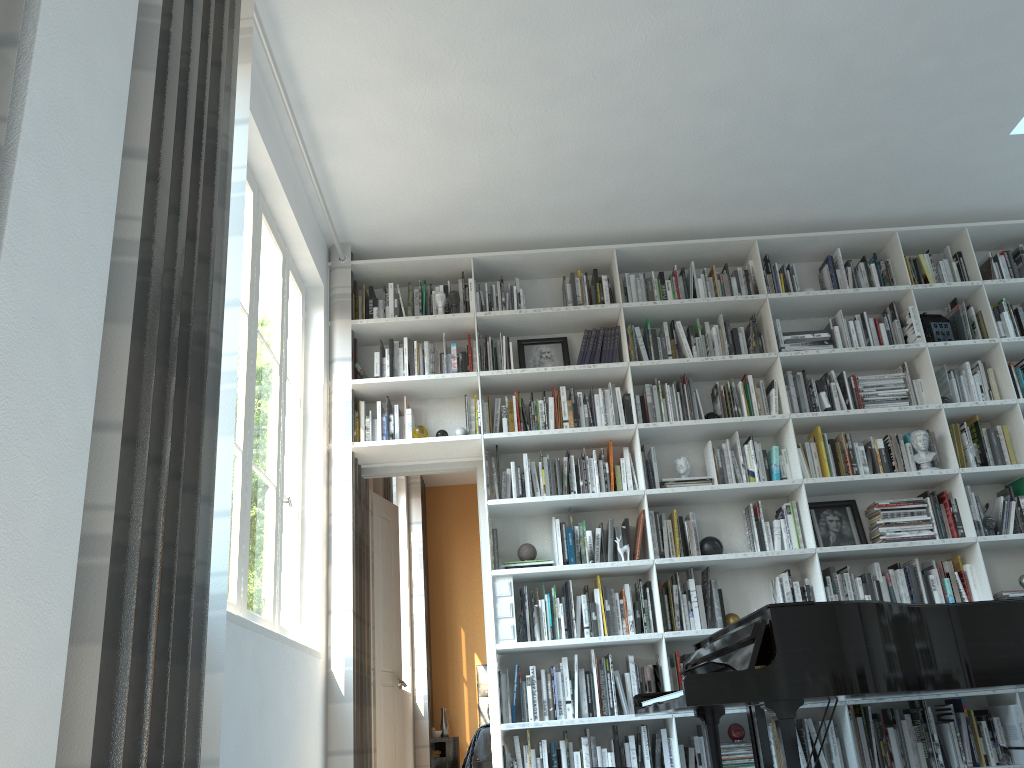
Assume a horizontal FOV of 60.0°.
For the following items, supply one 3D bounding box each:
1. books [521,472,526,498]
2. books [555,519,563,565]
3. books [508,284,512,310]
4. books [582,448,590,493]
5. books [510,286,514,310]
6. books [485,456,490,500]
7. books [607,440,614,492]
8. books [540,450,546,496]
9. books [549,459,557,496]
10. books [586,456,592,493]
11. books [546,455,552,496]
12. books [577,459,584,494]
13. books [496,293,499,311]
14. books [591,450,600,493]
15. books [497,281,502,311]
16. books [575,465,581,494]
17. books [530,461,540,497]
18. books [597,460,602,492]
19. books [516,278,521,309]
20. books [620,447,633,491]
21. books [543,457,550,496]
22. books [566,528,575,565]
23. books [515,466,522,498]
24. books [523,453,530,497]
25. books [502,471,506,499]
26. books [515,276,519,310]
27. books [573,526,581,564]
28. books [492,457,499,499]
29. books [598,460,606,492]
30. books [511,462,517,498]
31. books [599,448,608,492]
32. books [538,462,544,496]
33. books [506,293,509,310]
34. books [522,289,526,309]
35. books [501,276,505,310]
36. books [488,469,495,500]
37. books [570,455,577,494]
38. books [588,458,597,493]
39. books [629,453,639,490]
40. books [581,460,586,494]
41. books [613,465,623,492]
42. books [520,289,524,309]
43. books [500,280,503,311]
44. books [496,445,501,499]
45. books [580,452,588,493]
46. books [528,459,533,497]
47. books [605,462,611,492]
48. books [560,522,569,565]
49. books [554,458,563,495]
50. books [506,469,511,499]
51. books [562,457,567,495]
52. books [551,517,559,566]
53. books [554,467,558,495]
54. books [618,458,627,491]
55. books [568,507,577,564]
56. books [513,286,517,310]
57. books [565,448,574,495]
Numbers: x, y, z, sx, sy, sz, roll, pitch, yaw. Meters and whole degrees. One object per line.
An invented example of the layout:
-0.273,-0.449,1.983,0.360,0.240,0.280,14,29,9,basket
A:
0.062,0.599,4.917,0.021,0.187,0.130,-4,-21,-1,books
0.250,0.878,4.778,0.024,0.272,0.151,-4,-21,-1,books
-0.010,-0.459,5.310,0.013,0.251,0.130,-4,-21,-1,books
0.411,0.519,4.938,0.011,0.303,0.130,-4,-21,-1,books
0.004,-0.448,5.295,0.013,0.219,0.182,-4,-22,-1,books
-0.132,0.561,4.917,0.012,0.284,0.160,-4,-21,-1,books
0.547,0.494,4.930,0.035,0.324,0.170,-4,-21,-1,books
0.172,0.532,4.912,0.011,0.292,0.184,-4,-21,-1,books
0.224,0.552,4.897,0.024,0.236,0.167,-4,-21,-1,books
0.424,0.541,4.924,0.011,0.250,0.140,-4,-21,-1,books
0.205,0.544,4.918,0.011,0.270,0.158,-4,-21,-1,books
0.377,0.548,4.903,0.013,0.228,0.177,-4,-21,-1,books
-0.085,-0.424,5.302,0.014,0.191,0.147,-4,-21,-1,books
0.464,0.520,4.911,0.015,0.274,0.158,-4,-21,-1,books
-0.072,-0.461,5.303,0.016,0.259,0.155,-4,-21,-1,books
0.361,0.565,4.911,0.021,0.204,0.130,-4,-21,-1,books
0.130,0.566,4.922,0.049,0.242,0.140,-4,-21,-1,books
0.479,0.551,4.914,0.012,0.216,0.161,-4,-21,-1,books
0.043,-0.475,5.333,0.015,0.292,0.131,-4,-21,-1,books
0.640,0.510,4.933,0.027,0.284,0.148,-4,-21,-1,books
0.190,0.549,4.896,0.021,0.246,0.189,-4,-21,-1,books
0.310,0.897,4.747,0.029,0.207,0.190,-4,-22,-1,books
0.037,0.576,4.878,0.028,0.203,0.189,-4,-22,-1,books
0.081,0.546,4.913,0.023,0.280,0.175,-4,-21,-1,books
-0.043,0.594,4.880,0.037,0.181,0.190,-4,-22,-1,books
0.032,-0.483,5.323,0.007,0.300,0.146,-4,-21,-1,books
0.350,0.898,4.789,0.030,0.230,0.148,-4,-21,-1,books
-0.089,0.557,4.891,0.027,0.265,0.176,-4,-21,-1,books
0.495,0.550,4.919,0.021,0.220,0.149,-4,-21,-1,books
0.011,0.567,4.892,0.022,0.234,0.178,-4,-21,-1,books
0.510,0.517,4.937,0.015,0.291,0.144,-4,-21,-1,books
0.162,0.563,4.902,0.014,0.229,0.149,-4,-21,-1,books
-0.027,-0.427,5.291,0.026,0.182,0.162,-4,-22,-1,books
0.073,-0.441,5.311,0.013,0.209,0.137,-4,-21,-1,books
-0.051,-0.478,5.291,0.015,0.278,0.191,-4,-21,-1,books
-0.111,0.591,4.896,0.026,0.208,0.155,-4,-21,-1,books
0.338,0.543,4.920,0.021,0.255,0.156,-4,-21,-1,books
0.444,0.547,4.932,0.028,0.241,0.132,-4,-21,-1,books
0.673,0.521,4.929,0.036,0.256,0.123,-4,-21,-1,books
0.390,0.552,4.914,0.013,0.227,0.152,-4,-21,-1,books
0.585,0.559,4.908,0.030,0.182,0.152,-4,-22,-1,books
0.060,-0.440,5.301,0.014,0.201,0.171,-4,-22,-1,books
-0.061,-0.468,5.304,0.007,0.271,0.155,-4,-21,-1,books
-0.072,0.523,4.901,0.012,0.332,0.185,-4,-21,-1,books
0.401,0.529,4.918,0.012,0.271,0.146,-4,-21,-1,books
0.100,0.558,4.899,0.011,0.245,0.177,-4,-21,-1,books
0.527,0.552,4.907,0.013,0.202,0.162,-4,-21,-1,books
0.279,0.888,4.783,0.031,0.254,0.144,-4,-21,-1,books
0.257,0.551,4.906,0.023,0.241,0.185,-4,-21,-1,books
-0.020,0.587,4.902,0.042,0.208,0.144,-4,-21,-1,books
0.292,0.548,4.926,0.048,0.255,0.142,-4,-21,-1,books
0.232,0.874,4.781,0.012,0.284,0.160,-4,-21,-1,books
0.242,0.576,4.916,0.010,0.203,0.139,-4,-21,-1,books
0.613,0.539,4.917,0.031,0.222,0.145,-4,-21,-1,books
0.326,0.849,4.802,0.011,0.334,0.154,-4,-21,-1,books
0.021,-0.449,5.288,0.021,0.213,0.174,-4,-22,-1,books
0.320,0.520,4.918,0.013,0.298,0.152,-4,-21,-1,books
